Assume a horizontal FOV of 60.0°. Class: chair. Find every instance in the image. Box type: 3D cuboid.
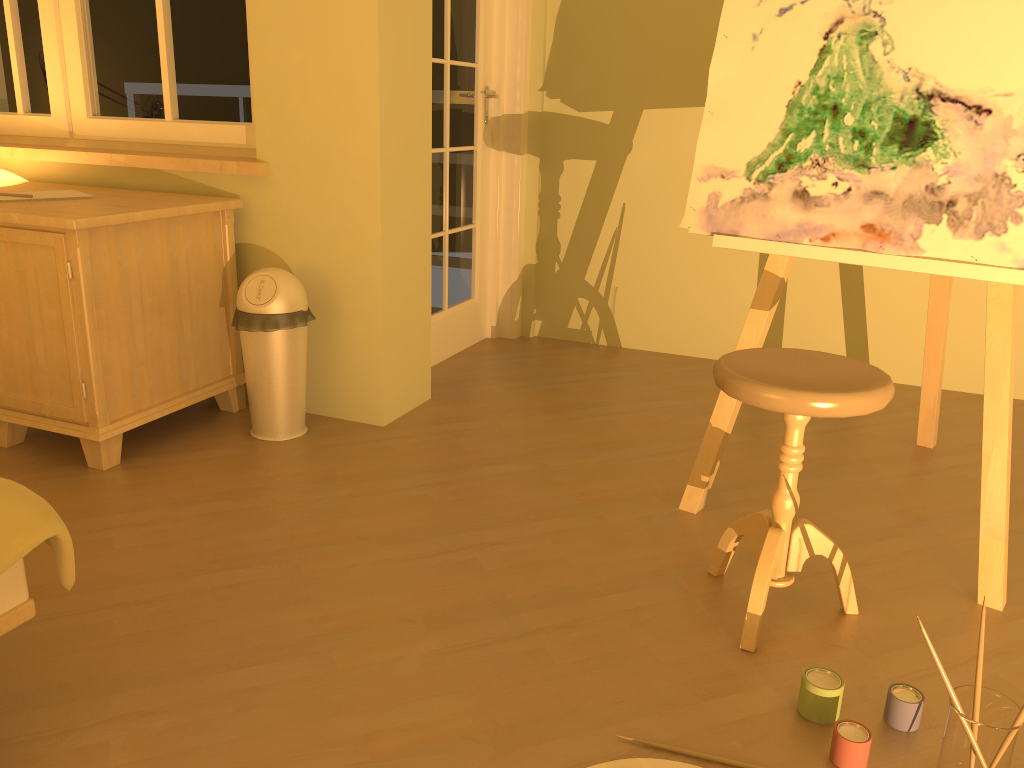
[{"bbox_3d":[0.571,0.232,1.858,0.348,0.551,0.364,13,20,32],"label":"chair"}]

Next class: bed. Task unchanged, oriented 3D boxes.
[{"bbox_3d":[-1.695,0.355,0.662,1.286,0.894,2.378,9,19,21],"label":"bed"}]

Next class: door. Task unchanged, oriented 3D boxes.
[{"bbox_3d":[-0.243,-1.057,3.471,0.098,2.033,0.884,9,19,21],"label":"door"}]

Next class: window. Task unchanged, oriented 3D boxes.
[{"bbox_3d":[-1.440,-1.466,3.088,1.486,1.263,0.142,9,19,21],"label":"window"}]

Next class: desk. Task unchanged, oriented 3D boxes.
[{"bbox_3d":[-1.666,-0.271,2.959,1.396,0.720,0.684,9,19,21],"label":"desk"}]

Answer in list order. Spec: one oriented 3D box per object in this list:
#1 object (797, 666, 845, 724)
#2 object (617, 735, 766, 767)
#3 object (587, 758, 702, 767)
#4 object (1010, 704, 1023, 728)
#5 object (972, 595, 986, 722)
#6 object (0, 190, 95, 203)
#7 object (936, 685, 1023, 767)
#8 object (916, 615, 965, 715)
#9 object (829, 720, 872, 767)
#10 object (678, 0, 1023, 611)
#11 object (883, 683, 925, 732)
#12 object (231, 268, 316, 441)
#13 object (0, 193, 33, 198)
[{"bbox_3d":[0.557,0.561,1.600,0.073,0.073,0.073,10,19,25],"label":"object"},{"bbox_3d":[0.337,0.625,1.482,0.325,0.010,0.010,7,18,16],"label":"object"},{"bbox_3d":[0.215,0.664,1.339,0.366,0.014,0.288,0,17,-6],"label":"object"},{"bbox_3d":[0.785,0.512,1.368,0.010,0.319,0.069,-13,23,-39],"label":"object"},{"bbox_3d":[0.752,0.506,1.435,0.010,0.286,0.159,7,18,16],"label":"object"},{"bbox_3d":[-1.488,-0.584,2.755,0.300,0.010,0.210,-14,23,-41],"label":"object"},{"bbox_3d":[0.743,0.581,1.417,0.106,0.157,0.106,0,17,-6],"label":"object"},{"bbox_3d":[0.710,0.516,1.409,0.172,0.278,0.010,13,21,33],"label":"object"},{"bbox_3d":[0.566,0.606,1.484,0.060,0.060,0.060,3,17,4],"label":"object"},{"bbox_3d":[0.923,-0.518,2.236,0.972,1.896,1.132,3,17,4],"label":"object"},{"bbox_3d":[0.700,0.578,1.586,0.060,0.060,0.060,4,17,6],"label":"object"},{"bbox_3d":[-0.752,-0.102,2.818,0.255,0.535,0.248,-9,21,-32],"label":"object"},{"bbox_3d":[-1.532,-0.576,2.699,0.166,0.009,0.008,6,18,12],"label":"object"}]
